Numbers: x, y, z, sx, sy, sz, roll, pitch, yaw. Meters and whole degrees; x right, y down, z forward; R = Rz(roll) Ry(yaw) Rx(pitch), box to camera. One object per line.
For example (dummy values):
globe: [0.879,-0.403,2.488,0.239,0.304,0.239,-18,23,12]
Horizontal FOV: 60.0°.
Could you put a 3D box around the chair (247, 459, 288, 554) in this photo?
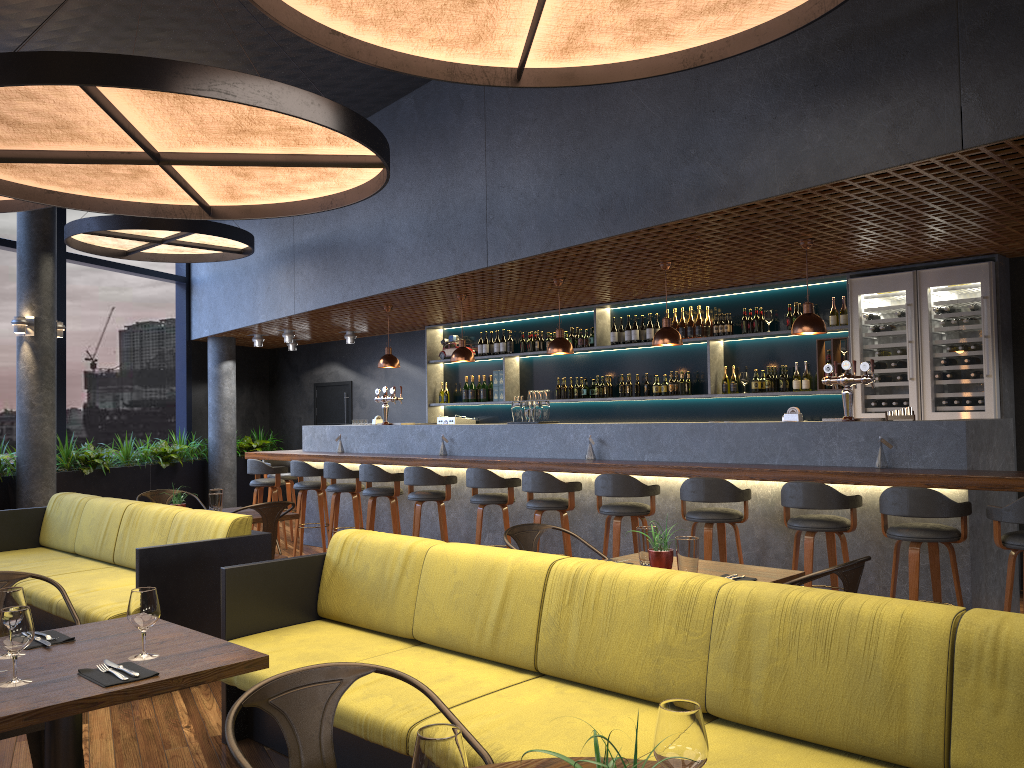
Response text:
chair: [-2.734,1.359,9.976,0.483,1.048,0.438,-2,-2,15]

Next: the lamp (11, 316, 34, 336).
lamp: [-5.415,-0.641,9.764,0.215,0.215,0.189,-1,-2,5]

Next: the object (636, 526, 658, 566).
object: [0.640,0.765,4.182,0.102,0.178,0.102,-1,-2,-10]

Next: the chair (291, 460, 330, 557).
chair: [-2.113,1.329,9.435,0.483,1.048,0.438,-2,-2,15]

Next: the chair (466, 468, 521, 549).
chair: [-0.148,1.227,7.548,0.483,1.048,0.438,-2,-2,15]

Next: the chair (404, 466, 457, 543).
chair: [-0.744,1.253,7.965,0.438,1.048,0.483,0,-2,-26]

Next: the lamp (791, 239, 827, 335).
lamp: [2.127,-0.697,6.380,0.250,0.673,0.250,-1,-2,-13]

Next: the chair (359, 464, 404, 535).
chair: [-1.238,1.280,8.499,0.438,1.048,0.483,0,-2,-17]

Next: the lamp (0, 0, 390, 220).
lamp: [-2.153,-2.034,5.394,2.778,1.475,2.778,-1,-2,9]

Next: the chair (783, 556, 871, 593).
chair: [1.141,1.126,3.520,0.541,0.917,0.504,-3,-3,44]

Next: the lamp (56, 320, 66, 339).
lamp: [-5.293,-0.624,10.314,0.215,0.215,0.189,-2,-2,23]

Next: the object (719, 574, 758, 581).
object: [0.906,0.825,3.737,0.157,0.019,0.255,-3,-3,44]

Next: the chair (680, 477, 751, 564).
chair: [1.382,1.148,6.075,0.438,1.048,0.483,0,-2,-32]

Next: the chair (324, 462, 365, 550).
chair: [-1.676,1.307,9.030,0.483,1.048,0.438,-2,-2,15]

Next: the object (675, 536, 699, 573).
object: [0.755,0.750,3.813,0.102,0.178,0.102,-2,-2,30]

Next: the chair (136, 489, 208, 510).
chair: [-2.721,1.322,7.134,0.541,0.917,0.504,-3,-3,44]

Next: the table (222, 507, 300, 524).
table: [-2.244,1.378,6.725,0.887,0.763,0.906,-3,-3,44]

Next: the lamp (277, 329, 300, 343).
lamp: [-3.078,-0.660,12.210,0.228,0.172,0.228,-3,-3,44]

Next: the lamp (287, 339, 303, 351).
lamp: [-3.380,-0.604,13.630,0.228,0.172,0.228,-3,-3,44]

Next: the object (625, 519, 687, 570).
object: [0.665,0.711,3.961,0.238,0.271,0.260,0,-2,-24]

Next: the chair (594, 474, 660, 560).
chair: [0.860,1.174,6.551,0.483,1.048,0.438,-1,-2,4]

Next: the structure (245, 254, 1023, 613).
structure: [1.115,0.405,8.228,9.298,2.700,2.700,-3,-3,44]

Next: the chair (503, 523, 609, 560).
chair: [0.248,1.173,4.386,0.541,0.917,0.504,-3,-3,44]

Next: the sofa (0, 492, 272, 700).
sofa: [-2.876,1.289,6.042,3.061,0.914,0.966,-3,-3,44]

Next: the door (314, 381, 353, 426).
door: [-2.783,0.997,13.887,1.012,2.056,0.137,-3,-3,44]

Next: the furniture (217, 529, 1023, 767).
furniture: [0.504,1.032,0.468,7.462,0.914,4.895,-3,-3,39]

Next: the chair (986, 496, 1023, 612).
chair: [2.774,1.074,4.657,0.483,1.048,0.438,-2,-3,36]

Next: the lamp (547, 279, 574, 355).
lamp: [0.430,-0.609,8.022,0.250,0.673,0.250,-1,-2,-13]

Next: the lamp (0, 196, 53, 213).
lamp: [-4.677,-2.129,6.452,2.778,1.159,2.778,-1,-2,-10]

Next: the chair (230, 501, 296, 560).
chair: [-1.814,1.275,6.255,0.541,0.917,0.504,-3,-3,44]

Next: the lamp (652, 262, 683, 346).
lamp: [1.259,-0.652,7.220,0.250,0.673,0.250,-1,-2,-13]

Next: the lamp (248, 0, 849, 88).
lamp: [0.183,-2.312,3.681,2.778,1.159,2.778,-1,-2,4]

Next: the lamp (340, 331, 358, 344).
lamp: [-2.295,-0.660,12.580,0.228,0.172,0.228,-3,-3,44]

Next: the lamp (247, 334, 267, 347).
lamp: [-3.665,-0.629,12.802,0.228,0.172,0.228,-3,-3,44]

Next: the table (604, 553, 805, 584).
table: [0.680,1.228,3.936,0.906,0.763,0.887,-3,-3,44]

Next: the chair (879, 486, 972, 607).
chair: [2.344,1.096,5.059,0.438,1.048,0.483,0,-2,-17]

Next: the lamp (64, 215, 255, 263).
lamp: [-3.933,-2.076,9.984,1.979,1.093,1.979,-1,-2,8]

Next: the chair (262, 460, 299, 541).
chair: [-2.832,1.396,10.958,0.483,1.048,0.438,0,-2,-17]

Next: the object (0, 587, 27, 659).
object: [-1.561,0.741,2.758,0.097,0.206,0.097,-2,-3,36]

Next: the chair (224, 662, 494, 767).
chair: [-0.287,1.090,1.802,0.541,0.917,0.504,-3,-3,44]

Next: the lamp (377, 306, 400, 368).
lamp: [-1.358,-0.517,9.754,0.250,0.673,0.250,-2,-2,32]

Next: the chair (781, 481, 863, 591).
chair: [1.944,1.120,5.539,0.483,1.048,0.438,-2,-2,15]

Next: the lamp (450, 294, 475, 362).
lamp: [-0.502,-0.561,8.924,0.250,0.673,0.250,-1,-2,-13]

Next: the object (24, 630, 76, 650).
object: [-1.548,0.841,2.928,0.255,0.019,0.157,-3,-3,44]

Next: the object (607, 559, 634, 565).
object: [0.471,0.849,4.203,0.157,0.019,0.255,-3,-3,44]

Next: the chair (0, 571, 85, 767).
chair: [-1.834,1.165,3.168,0.541,0.917,0.504,-3,-3,44]

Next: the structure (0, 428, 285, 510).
structure: [-6.525,1.161,7.684,0.808,1.413,17.112,-2,-2,19]

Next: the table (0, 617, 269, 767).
table: [-1.368,1.219,2.678,0.887,0.763,0.906,-3,-3,44]

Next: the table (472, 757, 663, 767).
table: [0.135,1.145,1.348,1.007,0.760,1.007,-1,-2,-8]

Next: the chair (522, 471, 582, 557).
chair: [0.305,1.201,7.033,0.438,1.048,0.483,0,-2,-17]
